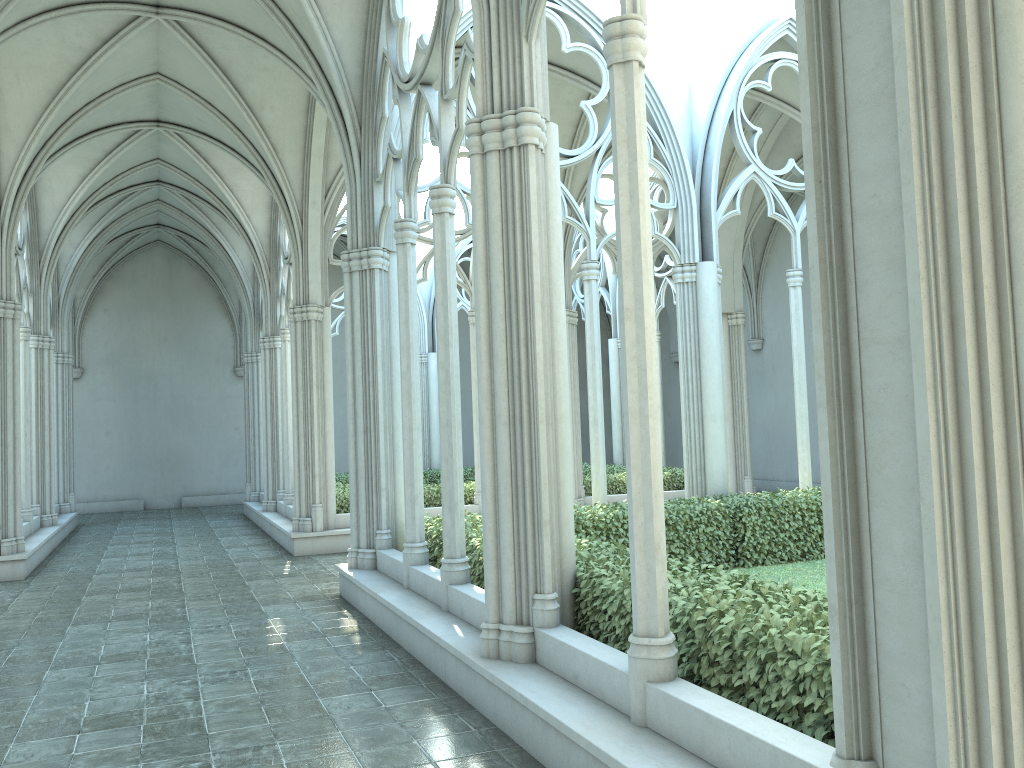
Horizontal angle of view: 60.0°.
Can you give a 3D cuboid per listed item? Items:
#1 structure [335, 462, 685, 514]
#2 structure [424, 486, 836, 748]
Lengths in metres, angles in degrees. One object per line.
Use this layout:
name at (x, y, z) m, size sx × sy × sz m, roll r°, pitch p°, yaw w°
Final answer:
structure at (-0.907, 2.459, 20.210) m, size 7.995 × 0.963 × 8.018 m, roll -1°, pitch -3°, yaw -22°
structure at (3.909, 1.653, 8.092) m, size 7.995 × 0.963 × 8.018 m, roll -1°, pitch -3°, yaw -22°
